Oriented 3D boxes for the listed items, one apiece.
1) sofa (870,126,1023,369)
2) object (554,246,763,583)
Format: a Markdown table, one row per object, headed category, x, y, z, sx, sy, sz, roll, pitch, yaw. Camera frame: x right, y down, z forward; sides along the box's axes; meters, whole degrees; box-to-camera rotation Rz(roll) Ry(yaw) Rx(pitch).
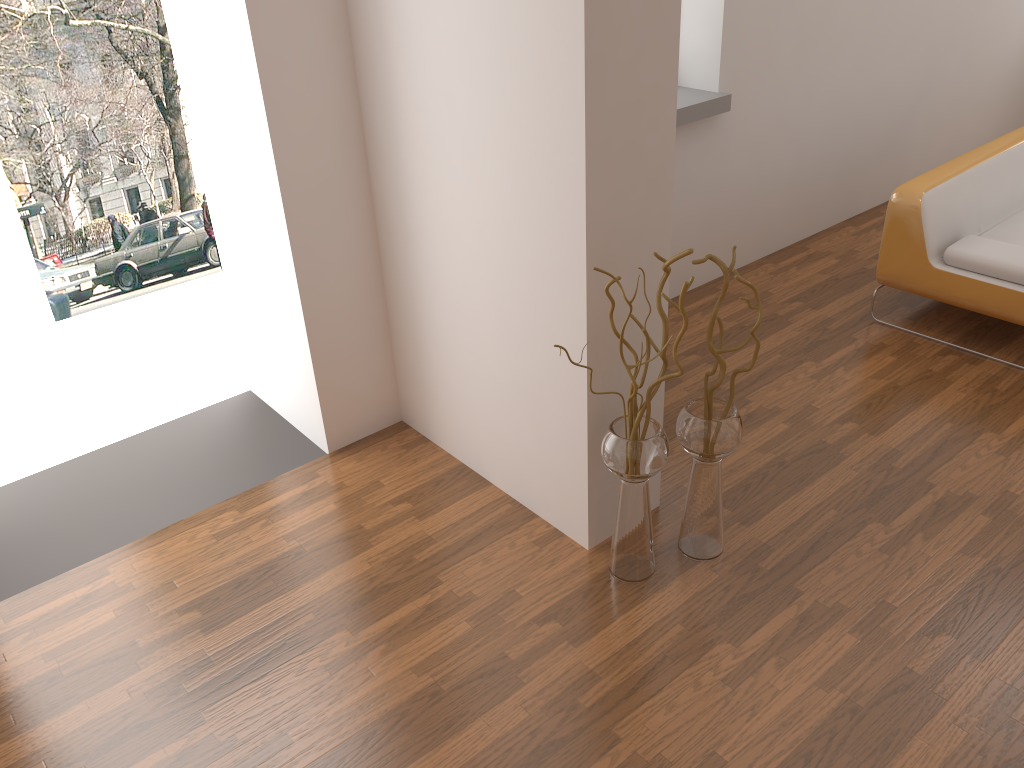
| category | x | y | z | sx | sy | sz | roll | pitch | yaw |
| --- | --- | --- | --- | --- | --- | --- | --- | --- | --- |
| sofa | 2.727 | -0.821 | 4.421 | 2.010 | 0.661 | 0.825 | -26 | 37 | -34 |
| object | 0.396 | 0.119 | 2.589 | 0.655 | 1.112 | 0.284 | -12 | 31 | -15 |
